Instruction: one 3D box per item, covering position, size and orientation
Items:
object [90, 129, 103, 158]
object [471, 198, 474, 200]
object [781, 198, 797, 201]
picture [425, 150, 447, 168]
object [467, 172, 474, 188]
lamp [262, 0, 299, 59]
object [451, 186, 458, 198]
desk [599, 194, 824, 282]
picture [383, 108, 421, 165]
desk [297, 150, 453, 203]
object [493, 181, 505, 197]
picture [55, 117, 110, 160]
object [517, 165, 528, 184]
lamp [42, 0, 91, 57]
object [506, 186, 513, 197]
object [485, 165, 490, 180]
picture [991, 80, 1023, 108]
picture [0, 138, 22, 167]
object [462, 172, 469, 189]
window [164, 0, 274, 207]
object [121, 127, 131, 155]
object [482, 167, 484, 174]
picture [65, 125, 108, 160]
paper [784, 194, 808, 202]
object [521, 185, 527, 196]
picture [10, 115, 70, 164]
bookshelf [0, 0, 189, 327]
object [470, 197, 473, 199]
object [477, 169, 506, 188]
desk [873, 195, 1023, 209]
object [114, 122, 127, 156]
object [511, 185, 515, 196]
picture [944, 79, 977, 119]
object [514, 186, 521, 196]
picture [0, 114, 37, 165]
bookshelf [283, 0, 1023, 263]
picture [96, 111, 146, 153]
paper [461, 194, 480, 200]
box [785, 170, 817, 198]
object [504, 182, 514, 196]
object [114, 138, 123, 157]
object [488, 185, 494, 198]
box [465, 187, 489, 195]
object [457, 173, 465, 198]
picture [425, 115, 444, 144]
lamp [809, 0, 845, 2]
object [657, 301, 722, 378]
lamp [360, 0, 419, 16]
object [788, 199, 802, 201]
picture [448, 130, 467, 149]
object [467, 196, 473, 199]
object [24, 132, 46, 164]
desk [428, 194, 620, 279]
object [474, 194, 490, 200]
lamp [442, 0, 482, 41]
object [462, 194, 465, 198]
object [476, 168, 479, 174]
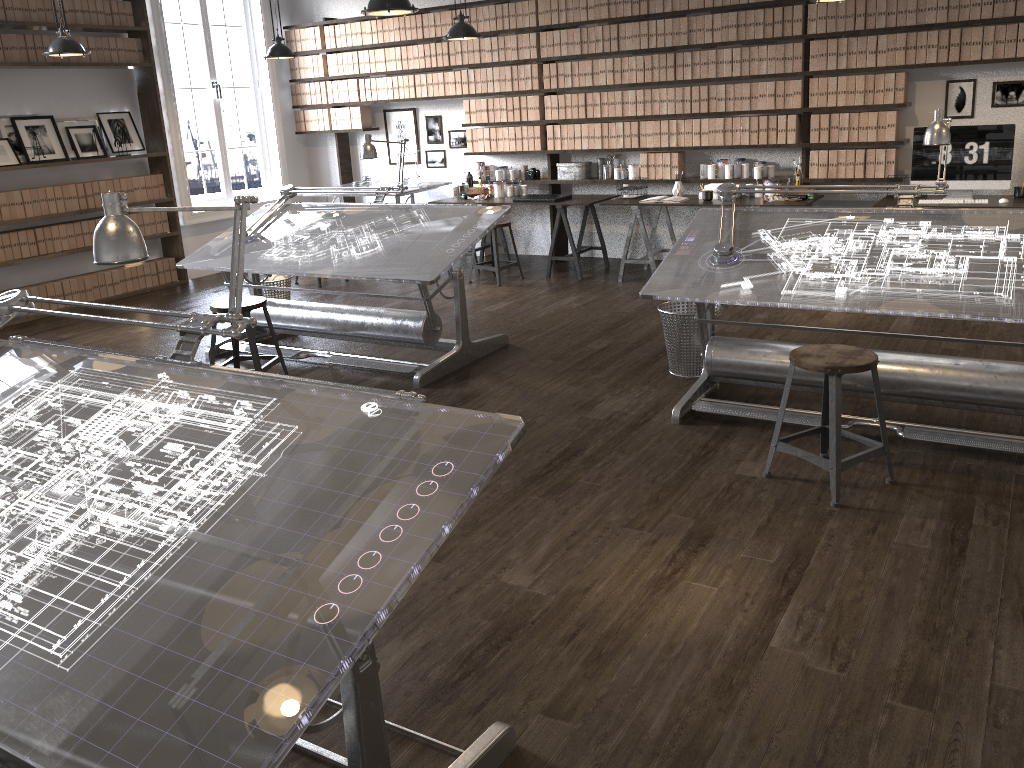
[{"bbox_3d":[-3.663,-2.116,7.800,0.040,0.257,0.125,6,18,30],"label":"object"},{"bbox_3d":[-0.377,-1.741,8.326,0.008,0.006,0.120,-8,18,-16],"label":"object"},{"bbox_3d":[2.145,-1.423,6.826,0.171,0.017,0.011,-3,16,0],"label":"object"},{"bbox_3d":[-0.786,-2.329,9.165,0.251,0.181,0.023,7,18,31],"label":"picture"},{"bbox_3d":[-0.409,-1.949,8.617,0.069,0.227,0.069,5,17,28],"label":"object"},{"bbox_3d":[-2.122,-3.970,7.588,0.311,2.223,0.317,0,15,11],"label":"lamp"},{"bbox_3d":[-0.552,-1.848,8.529,0.068,0.103,0.069,8,19,35],"label":"object"},{"bbox_3d":[1.630,-1.190,7.316,1.672,0.661,0.663,7,19,30],"label":"desk"},{"bbox_3d":[-1.154,-2.596,9.303,0.416,0.567,0.040,6,18,31],"label":"picture"},{"bbox_3d":[-1.314,-1.763,8.959,1.272,1.083,1.083,7,19,30],"label":"desk"},{"bbox_3d":[-0.122,-1.839,8.373,0.105,0.140,0.105,4,17,23],"label":"object"},{"bbox_3d":[-3.820,-2.178,7.865,0.095,0.356,0.439,6,19,30],"label":"picture"},{"bbox_3d":[0.107,-2.014,8.511,0.107,0.159,0.239,-4,17,-3],"label":"object"},{"bbox_3d":[-3.175,-3.370,5.900,0.311,2.223,0.317,0,15,11],"label":"lamp"},{"bbox_3d":[-0.020,-1.813,8.333,0.062,0.093,0.062,-9,17,-17],"label":"object"},{"bbox_3d":[-0.248,-2.085,8.732,0.050,0.138,0.051,5,18,28],"label":"object"},{"bbox_3d":[3.635,-2.111,6.443,0.251,0.181,0.023,7,18,31],"label":"picture"},{"bbox_3d":[-4.169,-1.867,7.168,0.145,0.226,0.303,6,19,30],"label":"picture"},{"bbox_3d":[-0.452,-1.928,8.546,0.069,0.234,0.069,5,17,28],"label":"object"},{"bbox_3d":[-3.002,-2.938,8.929,0.153,2.279,1.258,6,18,30],"label":"window"},{"bbox_3d":[-3.530,-2.215,8.083,0.040,0.258,0.112,6,18,30],"label":"object"},{"bbox_3d":[-0.286,-1.975,8.443,0.055,0.190,0.006,5,17,30],"label":"object"},{"bbox_3d":[-3.776,-2.145,7.863,0.127,0.287,0.293,6,19,30],"label":"picture"},{"bbox_3d":[2.179,-1.437,6.838,0.138,0.038,0.156,-19,23,-41],"label":"paper"},{"bbox_3d":[0.115,-1.829,8.357,0.062,0.093,0.062,-6,16,-9],"label":"object"},{"bbox_3d":[-3.990,-2.068,7.495,0.149,0.386,0.377,6,19,30],"label":"picture"},{"bbox_3d":[-4.047,-1.745,7.490,0.413,3.675,2.501,6,18,30],"label":"bookshelf"},{"bbox_3d":[-0.384,-1.744,8.316,0.006,0.006,0.159,0,18,11],"label":"object"},{"bbox_3d":[-0.187,-1.978,8.532,0.347,0.144,0.077,-16,20,-34],"label":"object"},{"bbox_3d":[3.466,-0.954,6.231,1.672,0.661,0.663,7,19,30],"label":"desk"},{"bbox_3d":[-3.543,-2.211,8.007,0.040,0.300,0.119,6,18,30],"label":"object"},{"bbox_3d":[0.012,-1.831,8.384,0.045,0.100,0.045,6,18,30],"label":"object"},{"bbox_3d":[3.350,-2.128,6.620,0.202,0.281,0.022,6,18,30],"label":"picture"},{"bbox_3d":[0.050,-1.819,8.341,0.062,0.092,0.064,-6,16,-9],"label":"object"},{"bbox_3d":[-4.099,-2.044,7.417,0.091,0.400,0.373,6,19,30],"label":"picture"},{"bbox_3d":[1.680,-1.871,7.651,9.199,3.166,0.377,7,18,30],"label":"bookshelf"},{"bbox_3d":[-3.600,-2.321,8.158,0.161,0.359,0.347,6,19,30],"label":"picture"},{"bbox_3d":[-0.390,-1.767,8.357,0.155,0.038,0.139,2,18,16],"label":"paper"},{"bbox_3d":[2.267,-1.564,6.934,0.212,0.204,0.139,7,19,31],"label":"box"},{"bbox_3d":[-0.026,-1.859,8.438,0.095,0.126,0.095,8,19,34],"label":"object"},{"bbox_3d":[-3.539,-2.124,7.957,0.040,0.163,0.067,6,18,30],"label":"object"},{"bbox_3d":[-0.198,-1.822,8.378,0.050,0.110,0.049,5,17,27],"label":"object"},{"bbox_3d":[-0.326,-1.838,8.485,0.212,0.082,0.139,7,20,30],"label":"box"},{"bbox_3d":[-0.489,-1.903,8.489,0.069,0.227,0.069,5,17,28],"label":"object"},{"bbox_3d":[-0.794,-2.607,9.086,0.202,0.281,0.022,6,18,30],"label":"picture"},{"bbox_3d":[1.940,-3.450,5.191,0.314,2.223,0.313,-13,18,-32],"label":"lamp"},{"bbox_3d":[0.990,-0.249,4.936,0.355,0.373,0.355,-15,20,-35],"label":"object"},{"bbox_3d":[-0.718,-3.055,4.447,0.315,2.223,0.313,-15,19,-36],"label":"lamp"},{"bbox_3d":[2.158,-1.416,6.826,0.157,0.005,0.005,-4,16,-3],"label":"object"},{"bbox_3d":[-0.533,-2.477,8.960,0.251,0.181,0.023,7,18,31],"label":"picture"},{"bbox_3d":[-0.386,-1.748,8.323,0.011,0.017,0.173,-11,19,-25],"label":"object"},{"bbox_3d":[-3.948,-1.946,7.318,0.040,0.257,0.176,6,18,30],"label":"object"},{"bbox_3d":[0.116,-1.384,8.211,1.672,0.661,0.663,7,19,30],"label":"desk"},{"bbox_3d":[-0.288,-1.750,8.272,0.133,0.050,0.199,-13,20,-27],"label":"object"},{"bbox_3d":[-0.450,-3.757,6.604,0.311,2.223,0.317,0,15,11],"label":"lamp"},{"bbox_3d":[-0.453,-1.798,8.465,0.049,0.037,0.049,5,19,27],"label":"object"},{"bbox_3d":[-0.305,-1.970,8.451,0.071,0.184,0.008,6,18,32],"label":"object"}]
